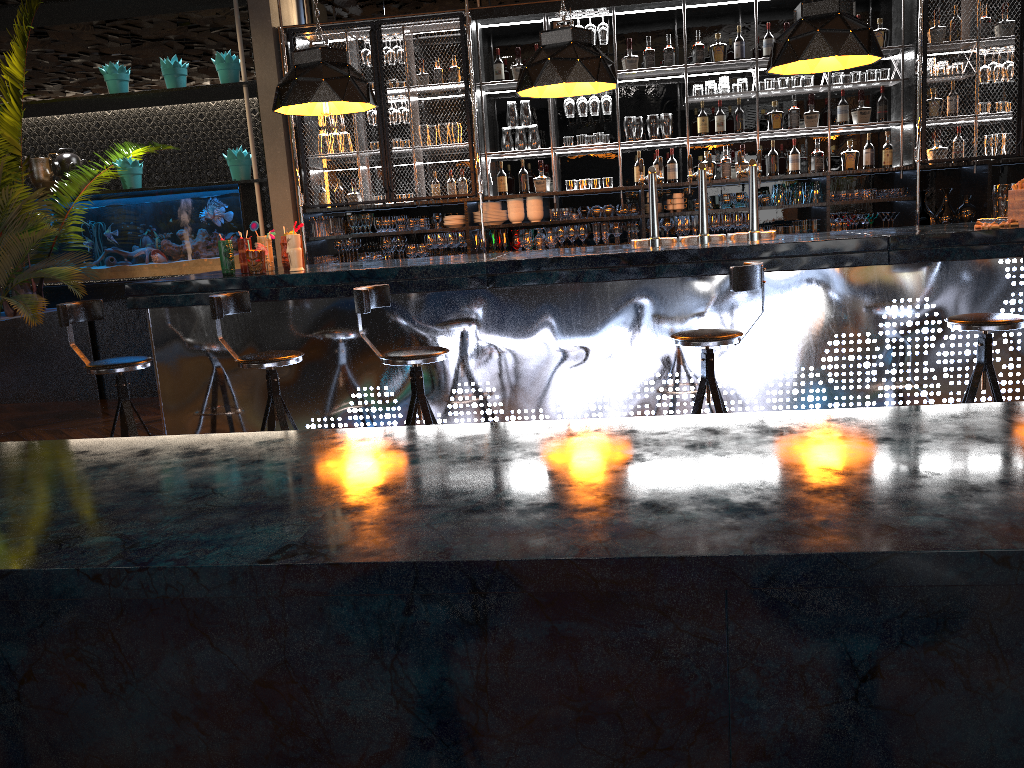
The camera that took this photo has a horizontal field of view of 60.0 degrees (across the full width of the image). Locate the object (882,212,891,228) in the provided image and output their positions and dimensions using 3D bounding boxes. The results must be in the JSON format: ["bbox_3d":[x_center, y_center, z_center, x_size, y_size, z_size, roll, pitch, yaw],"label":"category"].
[{"bbox_3d":[3.121,-1.345,7.350,0.107,0.152,0.107,0,11,21],"label":"object"}]

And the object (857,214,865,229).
[{"bbox_3d":[2.971,-1.362,7.505,0.106,0.148,0.106,-14,14,-43],"label":"object"}]

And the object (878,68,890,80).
[{"bbox_3d":[3.003,-2.491,7.152,0.089,0.092,0.089,-5,11,-7],"label":"object"}]

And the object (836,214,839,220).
[{"bbox_3d":[2.761,-1.360,7.506,0.089,0.174,0.089,-10,12,-32],"label":"object"}]

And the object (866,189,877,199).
[{"bbox_3d":[2.922,-1.544,7.206,0.084,0.082,0.084,-6,11,-10],"label":"object"}]

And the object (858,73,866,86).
[{"bbox_3d":[2.888,-2.514,7.316,0.089,0.092,0.089,-5,11,-7],"label":"object"}]

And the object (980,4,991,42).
[{"bbox_3d":[3.755,-2.872,7.055,0.083,0.282,0.083,-3,11,7],"label":"object"}]

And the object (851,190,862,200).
[{"bbox_3d":[2.804,-1.538,7.221,0.084,0.082,0.084,1,12,25],"label":"object"}]

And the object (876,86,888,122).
[{"bbox_3d":[3.030,-2.285,7.257,0.086,0.299,0.086,-11,13,-33],"label":"object"}]

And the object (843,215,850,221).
[{"bbox_3d":[2.858,-1.357,7.520,0.106,0.148,0.106,1,12,26],"label":"object"}]

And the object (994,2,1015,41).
[{"bbox_3d":[3.910,-2.877,7.038,0.123,0.279,0.123,-2,11,11],"label":"object"}]

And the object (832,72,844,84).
[{"bbox_3d":[2.645,-2.476,7.199,0.089,0.092,0.089,-5,11,-7],"label":"object"}]

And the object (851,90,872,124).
[{"bbox_3d":[2.861,-2.263,7.263,0.123,0.279,0.123,-5,10,-4],"label":"object"}]

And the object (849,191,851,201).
[{"bbox_3d":[2.824,-1.575,7.411,0.084,0.082,0.084,-3,10,5],"label":"object"}]

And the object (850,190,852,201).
[{"bbox_3d":[2.834,-1.557,7.314,0.084,0.082,0.084,3,13,34],"label":"object"}]

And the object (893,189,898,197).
[{"bbox_3d":[3.162,-1.565,7.261,0.098,0.070,0.088,3,13,34],"label":"object"}]

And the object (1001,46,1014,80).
[{"bbox_3d":[3.919,-2.538,7.007,0.092,0.244,0.092,-4,10,2],"label":"object"}]

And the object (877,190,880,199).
[{"bbox_3d":[3.085,-1.589,7.419,0.088,0.070,0.098,-5,11,-8],"label":"object"}]

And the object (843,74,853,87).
[{"bbox_3d":[2.787,-2.514,7.353,0.089,0.092,0.089,-5,11,-7],"label":"object"}]

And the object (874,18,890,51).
[{"bbox_3d":[2.969,-2.817,7.157,0.151,0.248,0.094,4,13,35],"label":"object"}]

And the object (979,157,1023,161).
[{"bbox_3d":[4.030,-1.823,7.169,0.437,0.019,0.273,-3,11,7],"label":"object"}]

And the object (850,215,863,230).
[{"bbox_3d":[2.831,-1.313,7.292,0.106,0.148,0.106,1,12,25],"label":"object"}]

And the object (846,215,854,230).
[{"bbox_3d":[2.847,-1.335,7.405,0.106,0.148,0.106,5,13,39],"label":"object"}]

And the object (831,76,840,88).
[{"bbox_3d":[2.685,-2.503,7.332,0.089,0.092,0.089,-12,13,-38],"label":"object"}]

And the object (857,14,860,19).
[{"bbox_3d":[2.813,-2.842,7.203,0.086,0.298,0.086,-11,13,-33],"label":"object"}]

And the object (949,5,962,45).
[{"bbox_3d":[3.544,-2.869,7.084,0.086,0.297,0.086,-11,13,-33],"label":"object"}]

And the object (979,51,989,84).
[{"bbox_3d":[3.829,-2.564,7.182,0.092,0.244,0.092,-4,10,2],"label":"object"}]

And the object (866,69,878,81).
[{"bbox_3d":[2.902,-2.486,7.158,0.089,0.092,0.089,-14,14,-43],"label":"object"}]

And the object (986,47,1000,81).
[{"bbox_3d":[3.810,-2.533,7.021,0.092,0.244,0.092,-4,10,2],"label":"object"}]

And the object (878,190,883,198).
[{"bbox_3d":[3.071,-1.570,7.321,0.088,0.070,0.098,2,12,30],"label":"object"}]

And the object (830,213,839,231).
[{"bbox_3d":[2.633,-1.307,7.270,0.089,0.174,0.089,-10,12,-32],"label":"object"}]

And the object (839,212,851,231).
[{"bbox_3d":[2.746,-1.323,7.315,0.089,0.174,0.089,-10,12,-32],"label":"object"}]

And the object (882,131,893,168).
[{"bbox_3d":[3.098,-1.928,7.314,0.080,0.299,0.080,-2,11,10],"label":"object"}]

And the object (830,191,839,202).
[{"bbox_3d":[2.627,-1.531,7.247,0.084,0.082,0.084,-4,10,0],"label":"object"}]

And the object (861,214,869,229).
[{"bbox_3d":[2.960,-1.340,7.393,0.106,0.148,0.106,4,13,35],"label":"object"}]

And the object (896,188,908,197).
[{"bbox_3d":[3.153,-1.546,7.165,0.088,0.070,0.098,-1,11,17],"label":"object"}]

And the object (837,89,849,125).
[{"bbox_3d":[2.723,-2.271,7.300,0.086,0.298,0.086,-11,13,-33],"label":"object"}]

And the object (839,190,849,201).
[{"bbox_3d":[2.708,-1.534,7.235,0.084,0.082,0.084,-2,11,8],"label":"object"}]

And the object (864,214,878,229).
[{"bbox_3d":[2.948,-1.318,7.279,0.106,0.148,0.106,-1,11,17],"label":"object"}]

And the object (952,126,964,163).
[{"bbox_3d":[3.648,-1.956,7.248,0.086,0.299,0.086,-11,13,-33],"label":"object"}]

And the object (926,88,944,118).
[{"bbox_3d":[3.424,-2.276,7.208,0.151,0.248,0.094,-1,11,16],"label":"object"}]

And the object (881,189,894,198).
[{"bbox_3d":[3.058,-1.551,7.226,0.088,0.070,0.098,6,14,42],"label":"object"}]

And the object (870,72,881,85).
[{"bbox_3d":[2.998,-2.521,7.314,0.089,0.092,0.089,-14,14,-43],"label":"object"}]

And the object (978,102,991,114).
[{"bbox_3d":[3.780,-2.203,7.096,0.089,0.092,0.089,-5,11,-8],"label":"object"}]

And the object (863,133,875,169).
[{"bbox_3d":[2.955,-1.924,7.346,0.086,0.298,0.086,-11,13,-33],"label":"object"}]

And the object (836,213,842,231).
[{"bbox_3d":[2.735,-1.341,7.412,0.089,0.174,0.089,-10,12,-32],"label":"object"}]

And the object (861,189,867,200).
[{"bbox_3d":[2.916,-1.562,7.304,0.084,0.082,0.084,-1,11,13],"label":"object"}]

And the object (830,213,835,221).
[{"bbox_3d":[2.654,-1.326,7.361,0.089,0.174,0.089,-10,12,-32],"label":"object"}]

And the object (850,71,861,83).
[{"bbox_3d":[2.792,-2.488,7.210,0.089,0.092,0.089,-3,11,6],"label":"object"}]

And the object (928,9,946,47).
[{"bbox_3d":[3.394,-2.849,7.088,0.123,0.279,0.123,-1,11,16],"label":"object"}]

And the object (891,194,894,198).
[{"bbox_3d":[3.173,-1.584,7.361,0.098,0.070,0.088,-11,13,-36],"label":"object"}]

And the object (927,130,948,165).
[{"bbox_3d":[3.479,-1.934,7.255,0.123,0.279,0.123,-5,10,-4],"label":"object"}]

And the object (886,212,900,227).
[{"bbox_3d":[3.109,-1.323,7.236,0.107,0.152,0.107,3,12,32],"label":"object"}]

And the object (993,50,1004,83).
[{"bbox_3d":[3.938,-2.569,7.168,0.092,0.244,0.092,-4,10,2],"label":"object"}]

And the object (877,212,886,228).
[{"bbox_3d":[3.132,-1.369,7.477,0.107,0.152,0.107,-1,11,13],"label":"object"}]

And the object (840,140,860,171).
[{"bbox_3d":[2.802,-1.890,7.356,0.151,0.248,0.094,-1,11,16],"label":"object"}]

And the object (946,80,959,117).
[{"bbox_3d":[3.577,-2.310,7.199,0.086,0.298,0.086,-11,13,-33],"label":"object"}]
